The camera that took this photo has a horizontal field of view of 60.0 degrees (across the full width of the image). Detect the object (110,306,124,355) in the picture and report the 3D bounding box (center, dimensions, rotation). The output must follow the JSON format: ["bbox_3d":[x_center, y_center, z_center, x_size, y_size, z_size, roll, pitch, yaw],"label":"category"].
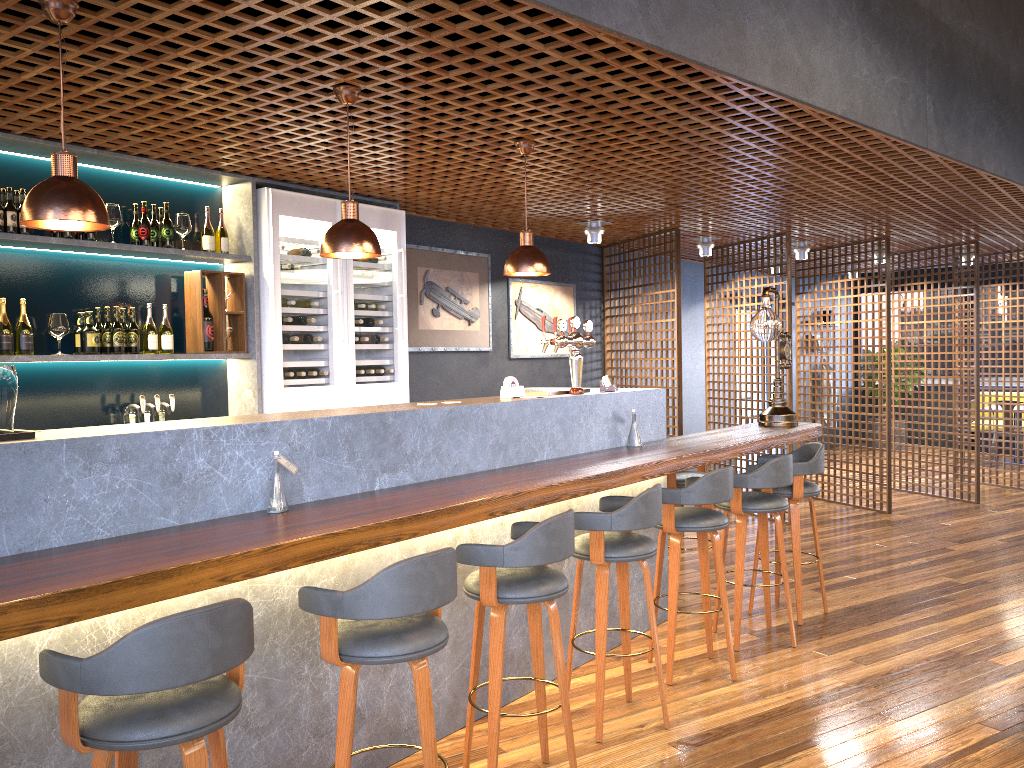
[{"bbox_3d":[-2.074,-0.281,4.655,0.063,0.254,0.063,0,2,40],"label":"object"}]

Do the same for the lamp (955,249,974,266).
[{"bbox_3d":[5.097,-1.418,9.931,0.228,0.172,0.228,0,2,37],"label":"lamp"}]

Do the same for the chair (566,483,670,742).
[{"bbox_3d":[0.433,0.957,3.878,0.483,1.048,0.438,-2,2,-38],"label":"chair"}]

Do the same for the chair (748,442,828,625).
[{"bbox_3d":[1.682,0.887,5.423,0.438,1.048,0.483,0,2,29],"label":"chair"}]

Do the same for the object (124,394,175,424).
[{"bbox_3d":[-2.010,0.304,4.918,0.204,0.492,0.310,0,2,37],"label":"object"}]

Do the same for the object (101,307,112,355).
[{"bbox_3d":[-2.141,-0.281,4.699,0.063,0.254,0.063,-2,2,-25],"label":"object"}]

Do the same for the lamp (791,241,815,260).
[{"bbox_3d":[2.930,-1.349,8.979,0.228,0.172,0.228,0,2,37],"label":"lamp"}]

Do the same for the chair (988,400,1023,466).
[{"bbox_3d":[6.680,0.662,11.879,0.504,0.917,0.541,0,2,38],"label":"chair"}]

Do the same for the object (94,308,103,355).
[{"bbox_3d":[-2.212,-0.281,4.743,0.063,0.254,0.063,-1,2,0],"label":"object"}]

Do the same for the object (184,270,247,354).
[{"bbox_3d":[-1.737,-0.416,5.202,0.161,0.475,0.300,0,2,37],"label":"object"}]

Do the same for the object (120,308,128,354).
[{"bbox_3d":[-2.115,-0.286,4.828,0.063,0.254,0.063,-3,2,-45],"label":"object"}]

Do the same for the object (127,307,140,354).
[{"bbox_3d":[-2.044,-0.286,4.784,0.063,0.254,0.063,-1,2,0],"label":"object"}]

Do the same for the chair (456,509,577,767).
[{"bbox_3d":[0.020,0.982,3.305,0.438,1.048,0.483,-1,2,-2],"label":"chair"}]

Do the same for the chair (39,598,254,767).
[{"bbox_3d":[-0.854,1.032,2.189,0.438,1.048,0.483,-1,2,9],"label":"chair"}]

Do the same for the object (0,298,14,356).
[{"bbox_3d":[-2.466,-0.277,4.302,0.079,0.281,0.079,0,2,41],"label":"object"}]

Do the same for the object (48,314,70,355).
[{"bbox_3d":[-2.277,-0.248,4.459,0.097,0.206,0.097,-1,2,6],"label":"object"}]

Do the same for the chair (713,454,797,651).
[{"bbox_3d":[1.332,0.907,4.950,0.483,1.048,0.438,-2,2,-24],"label":"chair"}]

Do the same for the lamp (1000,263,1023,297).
[{"bbox_3d":[7.736,-2.340,12.000,1.979,2.172,1.979,1,2,44],"label":"lamp"}]

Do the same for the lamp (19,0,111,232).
[{"bbox_3d":[-1.365,-0.817,2.692,0.250,0.673,0.250,-2,2,-20],"label":"lamp"}]

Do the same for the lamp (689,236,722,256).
[{"bbox_3d":[1.851,-1.314,8.485,0.228,0.172,0.228,0,2,37],"label":"lamp"}]

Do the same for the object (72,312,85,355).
[{"bbox_3d":[-2.248,-0.263,4.634,0.088,0.224,0.088,0,2,32],"label":"object"}]

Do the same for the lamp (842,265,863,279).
[{"bbox_3d":[4.433,-1.454,11.517,0.228,0.172,0.228,0,2,37],"label":"lamp"}]

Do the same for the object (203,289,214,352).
[{"bbox_3d":[-1.781,-0.368,5.147,0.092,0.369,0.091,-1,2,7],"label":"object"}]

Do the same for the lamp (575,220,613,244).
[{"bbox_3d":[0.684,-1.259,7.373,0.228,0.172,0.228,0,2,37],"label":"lamp"}]

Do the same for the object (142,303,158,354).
[{"bbox_3d":[-2.003,-0.305,4.905,0.079,0.281,0.079,-1,2,11],"label":"object"}]

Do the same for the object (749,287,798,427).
[{"bbox_3d":[1.811,-0.185,6.071,0.263,0.944,0.566,0,2,30],"label":"object"}]

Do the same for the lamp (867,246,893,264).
[{"bbox_3d":[3.945,-1.384,9.520,0.228,0.172,0.228,0,2,37],"label":"lamp"}]

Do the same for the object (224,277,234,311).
[{"bbox_3d":[-1.696,-0.529,5.258,0.097,0.206,0.097,-1,2,-12],"label":"object"}]

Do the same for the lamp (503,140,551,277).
[{"bbox_3d":[0.072,-0.901,4.565,0.250,0.673,0.250,-2,2,-20],"label":"lamp"}]

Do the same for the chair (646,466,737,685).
[{"bbox_3d":[0.901,0.929,4.497,0.438,1.048,0.483,-1,2,9],"label":"chair"}]

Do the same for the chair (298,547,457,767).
[{"bbox_3d":[-0.395,1.008,2.698,0.483,1.048,0.438,-2,2,-24],"label":"chair"}]

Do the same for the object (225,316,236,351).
[{"bbox_3d":[-1.691,-0.296,5.265,0.097,0.206,0.097,-1,2,-12],"label":"object"}]

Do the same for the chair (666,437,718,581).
[{"bbox_3d":[1.160,0.882,5.872,0.438,1.048,0.483,-1,2,9],"label":"chair"}]

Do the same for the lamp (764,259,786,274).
[{"bbox_3d":[5.835,-0.066,6.852,9.057,2.714,3.017,0,2,38],"label":"lamp"}]

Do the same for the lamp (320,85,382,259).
[{"bbox_3d":[-0.663,-0.858,3.607,0.250,0.673,0.250,-2,2,-20],"label":"lamp"}]

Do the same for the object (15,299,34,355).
[{"bbox_3d":[-2.409,-0.280,4.375,0.079,0.281,0.079,-1,2,16],"label":"object"}]

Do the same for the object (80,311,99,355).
[{"bbox_3d":[-2.171,-0.262,4.555,0.088,0.224,0.088,-1,2,7],"label":"object"}]

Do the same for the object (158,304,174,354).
[{"bbox_3d":[-1.945,-0.308,4.980,0.079,0.281,0.079,0,2,31],"label":"object"}]

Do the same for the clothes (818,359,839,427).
[{"bbox_3d":[5.009,0.341,13.983,0.401,1.494,0.423,0,2,33],"label":"clothes"}]

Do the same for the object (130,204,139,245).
[{"bbox_3d":[-2.080,-0.868,4.906,0.063,0.254,0.063,-2,2,-25],"label":"object"}]
